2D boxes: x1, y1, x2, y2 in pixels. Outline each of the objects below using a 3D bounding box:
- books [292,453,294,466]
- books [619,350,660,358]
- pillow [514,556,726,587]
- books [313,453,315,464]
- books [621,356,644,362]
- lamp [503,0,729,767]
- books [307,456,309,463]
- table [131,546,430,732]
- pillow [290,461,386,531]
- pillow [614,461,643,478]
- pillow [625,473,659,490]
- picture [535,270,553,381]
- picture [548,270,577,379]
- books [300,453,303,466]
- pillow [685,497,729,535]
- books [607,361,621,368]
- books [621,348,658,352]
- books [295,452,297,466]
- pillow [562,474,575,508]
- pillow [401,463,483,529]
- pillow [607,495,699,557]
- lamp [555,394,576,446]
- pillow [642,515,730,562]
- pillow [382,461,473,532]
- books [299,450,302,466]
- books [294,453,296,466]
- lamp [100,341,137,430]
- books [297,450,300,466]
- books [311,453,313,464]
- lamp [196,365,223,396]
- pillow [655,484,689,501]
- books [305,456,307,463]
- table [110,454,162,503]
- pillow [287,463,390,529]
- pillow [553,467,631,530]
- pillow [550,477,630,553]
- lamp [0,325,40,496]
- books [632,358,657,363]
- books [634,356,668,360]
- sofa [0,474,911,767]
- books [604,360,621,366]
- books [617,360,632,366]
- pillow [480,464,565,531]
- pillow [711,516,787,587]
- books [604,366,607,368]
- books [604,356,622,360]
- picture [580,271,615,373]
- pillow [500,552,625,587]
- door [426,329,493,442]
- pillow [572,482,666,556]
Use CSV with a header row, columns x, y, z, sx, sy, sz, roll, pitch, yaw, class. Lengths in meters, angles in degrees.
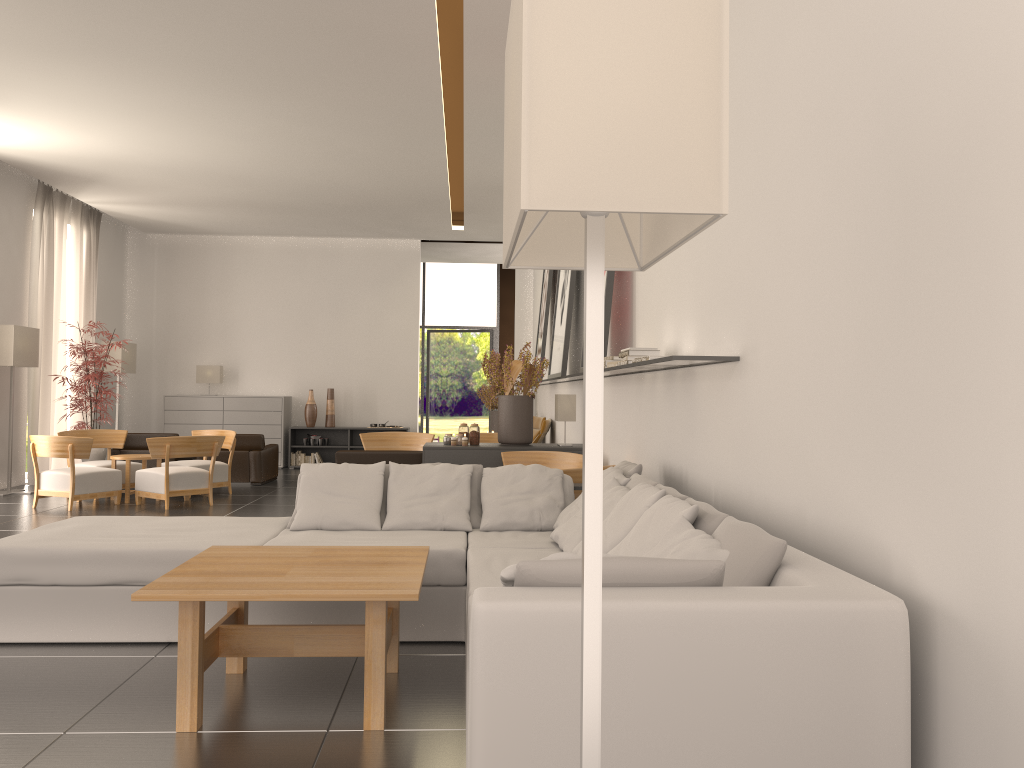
x,y,z,sx,sy,sz,roll,pitch,yaw,class
-5.717,1.977,23.215,0.048,0.305,0.226,1,-1,-3,books
1.148,-0.269,8.028,0.284,0.053,0.484,1,-1,-3,books
0.426,0.996,3.828,0.919,0.581,0.549,1,-1,-4,pillow
-5.190,1.974,23.230,0.019,0.325,0.254,1,-1,-3,books
1.189,-0.222,8.038,0.350,0.039,0.525,1,-1,2,books
0.234,0.422,2.589,0.908,3.180,0.999,1,-2,-3,lamp
-5.343,2.010,23.264,0.054,0.249,0.167,1,-1,-3,books
-1.377,1.613,5.782,1.600,0.840,1.599,1,-1,-3,table
-1.574,1.019,8.114,0.801,0.599,0.585,1,-1,-4,pillow
0.814,1.013,7.955,0.643,0.658,0.883,1,-1,-4,pillow
0.837,1.025,7.099,0.549,0.581,0.918,1,-1,-3,pillow
0.693,-1.784,18.481,0.384,3.495,1.599,1,-2,-3,picture
0.899,-1.830,14.666,0.384,3.495,2.192,1,-2,-3,picture
-5.500,1.973,23.222,0.039,0.319,0.236,1,-1,-3,books
0.933,1.003,5.315,0.549,0.581,0.918,1,-1,-3,pillow
1.148,-0.187,8.754,0.301,0.064,0.406,1,-1,-13,books
1.152,-0.306,8.044,0.256,0.023,0.434,1,-1,-3,books
-5.631,1.952,23.229,0.039,0.358,0.210,1,-2,-3,books
0.168,1.101,8.362,0.918,0.511,0.615,1,-1,-1,pillow
-0.704,1.051,8.298,0.919,0.592,0.557,1,-1,-3,pillow
0.789,0.984,5.384,0.585,0.599,0.801,1,-1,-4,pillow
0.785,0.533,13.096,0.257,0.758,0.514,1,-1,-3,lamp
0.782,1.021,4.669,0.590,0.562,0.803,1,-1,-8,pillow
-0.761,1.030,8.159,0.801,0.596,0.595,1,-1,-3,pillow
-5.540,1.940,23.223,0.039,0.384,0.232,1,-2,-3,books
-5.671,1.974,23.208,0.039,0.313,0.245,1,-1,-3,books
-9.841,0.554,22.127,0.908,3.180,0.999,1,-2,-3,lamp
-5.595,1.939,23.226,0.029,0.386,0.219,1,-2,-3,books
-5.230,1.972,23.261,0.054,0.329,0.187,1,-2,-3,books
-8.062,-0.091,23.630,0.619,0.796,0.309,1,-2,-3,lamp
0.886,1.014,6.203,0.549,0.581,0.918,1,-1,-3,pillow
-5.398,2.009,23.261,0.054,0.249,0.167,1,-1,-3,books
-6.799,1.700,16.042,0.870,0.803,0.869,0,-1,19,table
-1.579,1.041,8.254,0.919,0.577,0.549,1,-1,-3,pillow
0.668,1.029,7.655,0.587,0.596,0.818,1,-1,-3,pillow
0.657,1.048,6.989,0.590,0.562,0.803,1,-1,-8,pillow
-9.562,0.491,16.938,0.908,3.180,0.999,1,-2,-3,lamp
1.228,-0.189,7.361,0.337,0.034,0.516,1,-1,-8,books
1.239,-0.214,7.355,0.337,0.018,0.433,1,-1,-8,books
-1.369,1.426,5.998,5.525,1.205,5.602,1,-1,-3,sofa
1.133,-0.211,9.365,0.391,0.063,0.497,1,-1,-3,books
1.156,-0.184,8.035,0.316,0.040,0.503,1,-1,-3,books
0.102,1.047,8.213,0.797,0.581,0.625,1,-1,-2,pillow
0.980,0.993,4.442,0.549,0.581,0.918,1,-1,-3,pillow
1.120,-0.163,9.374,0.376,0.032,0.504,1,-1,-3,books
1.118,-0.262,9.369,0.299,0.040,0.526,1,-1,-13,books
1.117,-1.879,10.613,0.384,3.495,1.599,1,-2,-3,picture
0.325,0.996,3.921,0.797,0.581,0.625,1,-1,-4,pillow
-1.847,0.231,31.008,2.377,4.271,0.100,0,-2,12,door
0.745,0.993,6.198,0.585,0.599,0.801,1,-1,-4,pillow
